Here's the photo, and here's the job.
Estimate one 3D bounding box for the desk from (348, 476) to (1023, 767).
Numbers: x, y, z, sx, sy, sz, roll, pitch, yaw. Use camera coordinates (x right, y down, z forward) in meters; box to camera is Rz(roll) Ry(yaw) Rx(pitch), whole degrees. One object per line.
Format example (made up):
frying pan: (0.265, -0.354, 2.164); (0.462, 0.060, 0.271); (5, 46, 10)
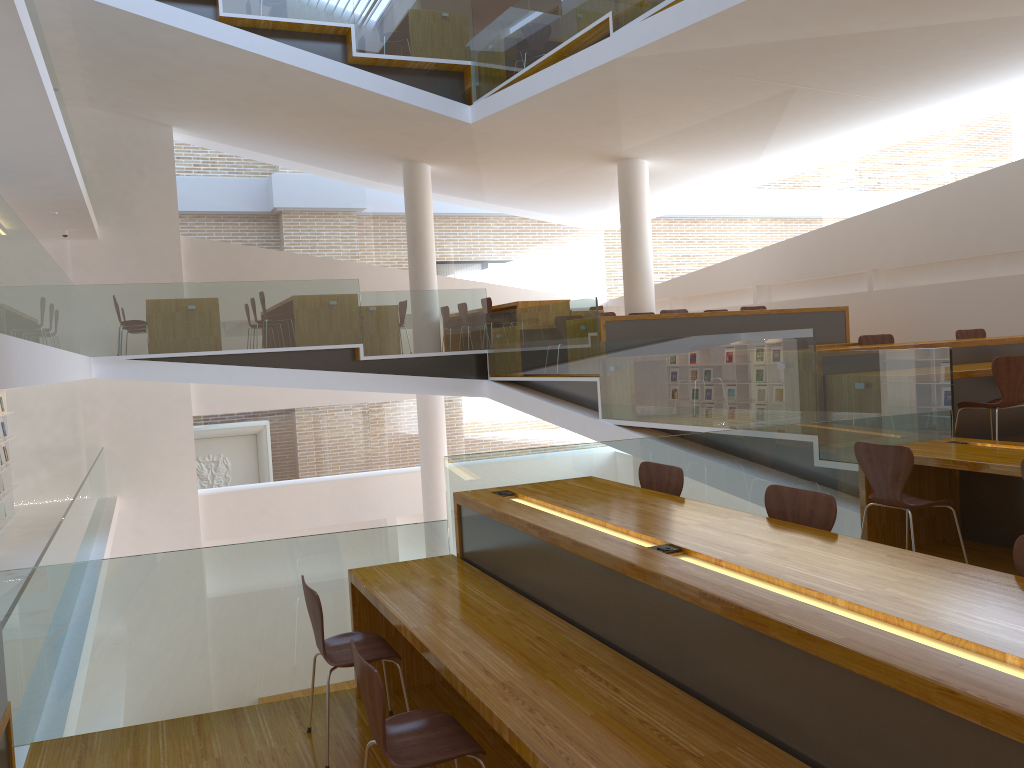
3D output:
desk: (0.444, 0.998, 2.931); (1.285, 0.918, 3.236); (-4, 2, -22)

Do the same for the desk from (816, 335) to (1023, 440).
desk: (3.706, 0.045, 6.968); (3.243, 0.785, 1.527); (-4, 2, -22)

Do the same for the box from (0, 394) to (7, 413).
box: (-6.838, 0.238, 11.677); (0.274, 0.296, 0.245); (-4, 2, -22)

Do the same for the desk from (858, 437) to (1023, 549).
desk: (2.951, 0.669, 3.756); (0.760, 0.606, 3.185); (-4, 2, -22)

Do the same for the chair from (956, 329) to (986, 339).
chair: (4.431, -0.172, 8.270); (0.428, 0.693, 0.381); (-4, 2, -22)

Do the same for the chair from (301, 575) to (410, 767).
chair: (-0.647, 1.142, 3.680); (0.381, 0.693, 0.428); (-4, 2, -22)

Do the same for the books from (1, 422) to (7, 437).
books: (-6.720, 0.608, 11.734); (0.037, 0.210, 0.145); (-4, 2, -22)

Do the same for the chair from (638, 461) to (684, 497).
chair: (0.574, 0.739, 4.178); (0.381, 0.693, 0.428); (-4, 2, -22)

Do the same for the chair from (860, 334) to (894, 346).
chair: (3.384, -0.099, 7.881); (0.428, 0.693, 0.381); (-4, 2, -22)

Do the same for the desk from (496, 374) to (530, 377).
desk: (1.478, -0.500, 11.451); (3.356, 0.606, 0.760); (-4, 2, -22)

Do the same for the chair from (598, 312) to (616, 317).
chair: (1.087, -0.463, 9.896); (0.428, 0.693, 0.381); (-4, 2, -22)

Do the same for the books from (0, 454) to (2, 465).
books: (-6.492, 0.935, 11.236); (0.037, 0.210, 0.145); (-4, 2, -22)

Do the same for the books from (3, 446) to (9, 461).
books: (-6.703, 0.933, 11.750); (0.037, 0.210, 0.145); (-4, 2, -22)

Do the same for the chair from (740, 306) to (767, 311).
chair: (3.019, -0.600, 10.650); (0.428, 0.693, 0.381); (-4, 2, -22)

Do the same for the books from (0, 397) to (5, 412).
books: (-6.742, 0.273, 11.721); (0.037, 0.210, 0.145); (-4, 2, -22)

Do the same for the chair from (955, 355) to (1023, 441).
chair: (3.181, 0.160, 5.862); (0.428, 0.693, 0.381); (-4, 2, -22)

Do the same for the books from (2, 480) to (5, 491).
books: (-6.474, 1.259, 11.248); (0.037, 0.210, 0.145); (-4, 2, -22)

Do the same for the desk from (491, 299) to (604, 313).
desk: (0.068, -0.755, 13.212); (1.247, 0.762, 3.194); (-4, 2, -22)

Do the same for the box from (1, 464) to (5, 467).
box: (-6.597, 0.901, 11.206); (0.274, 0.296, 0.245); (-4, 2, -22)

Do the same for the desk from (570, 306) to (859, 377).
desk: (2.345, -0.273, 9.614); (3.216, 1.022, 1.248); (-4, 2, -22)

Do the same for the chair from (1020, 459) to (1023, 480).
chair: (2.437, 0.651, 3.717); (0.381, 0.693, 0.428); (-4, 2, -22)

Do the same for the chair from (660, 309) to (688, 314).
chair: (1.984, -0.527, 10.265); (0.428, 0.693, 0.381); (-4, 2, -22)

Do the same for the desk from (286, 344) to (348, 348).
desk: (-2.563, -0.716, 12.057); (1.248, 0.757, 3.196); (-4, 2, -22)

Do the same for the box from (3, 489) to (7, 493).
box: (-6.586, 1.228, 11.237); (0.274, 0.296, 0.245); (-4, 2, -22)

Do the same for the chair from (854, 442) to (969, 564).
chair: (2.066, 0.639, 4.615); (0.381, 0.693, 0.428); (-4, 2, -22)

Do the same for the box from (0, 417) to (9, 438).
box: (-6.820, 0.565, 11.689); (0.274, 0.296, 0.245); (-4, 2, -22)

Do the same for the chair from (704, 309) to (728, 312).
chair: (2.561, -0.606, 11.502); (0.428, 0.693, 0.381); (-4, 2, -22)

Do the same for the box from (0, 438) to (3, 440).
box: (-6.619, 0.573, 11.203); (0.274, 0.296, 0.245); (-4, 2, -22)

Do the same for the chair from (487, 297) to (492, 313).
chair: (-0.177, -0.810, 11.882); (0.381, 0.693, 0.428); (-4, 2, -22)

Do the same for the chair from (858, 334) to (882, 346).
chair: (3.767, -0.178, 9.530); (0.428, 0.693, 0.381); (-4, 2, -22)

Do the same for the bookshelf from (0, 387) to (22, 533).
bookshelf: (-6.279, 0.919, 10.619); (0.498, 1.836, 2.984); (-4, 2, -22)

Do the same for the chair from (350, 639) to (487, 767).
chair: (-0.277, 1.155, 2.782); (0.381, 0.693, 0.428); (-4, 2, -22)

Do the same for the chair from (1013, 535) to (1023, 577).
chair: (1.336, 0.768, 2.232); (0.381, 0.693, 0.428); (-4, 2, -22)

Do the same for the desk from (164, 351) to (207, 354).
desk: (-4.259, -0.670, 11.359); (0.760, 0.606, 3.194); (-4, 2, -22)

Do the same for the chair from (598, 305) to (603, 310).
chair: (1.091, -0.771, 12.787); (0.381, 0.693, 0.428); (-4, 2, -22)

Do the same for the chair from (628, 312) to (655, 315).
chair: (1.543, -0.531, 11.042); (0.428, 0.693, 0.381); (-4, 2, -22)

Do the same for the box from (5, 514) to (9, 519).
box: (-6.564, 1.556, 11.240); (0.274, 0.296, 0.245); (-4, 2, -22)

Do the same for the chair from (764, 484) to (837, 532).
chair: (0.945, 0.752, 3.281); (0.381, 0.693, 0.428); (-4, 2, -22)

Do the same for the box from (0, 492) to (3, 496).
box: (-6.449, 1.233, 10.905); (0.274, 0.296, 0.245); (-4, 2, -22)

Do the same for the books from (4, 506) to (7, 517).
books: (-6.455, 1.588, 11.260); (0.037, 0.210, 0.145); (-4, 2, -22)

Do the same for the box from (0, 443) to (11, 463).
box: (-6.806, 0.893, 11.713); (0.274, 0.296, 0.245); (-4, 2, -22)
